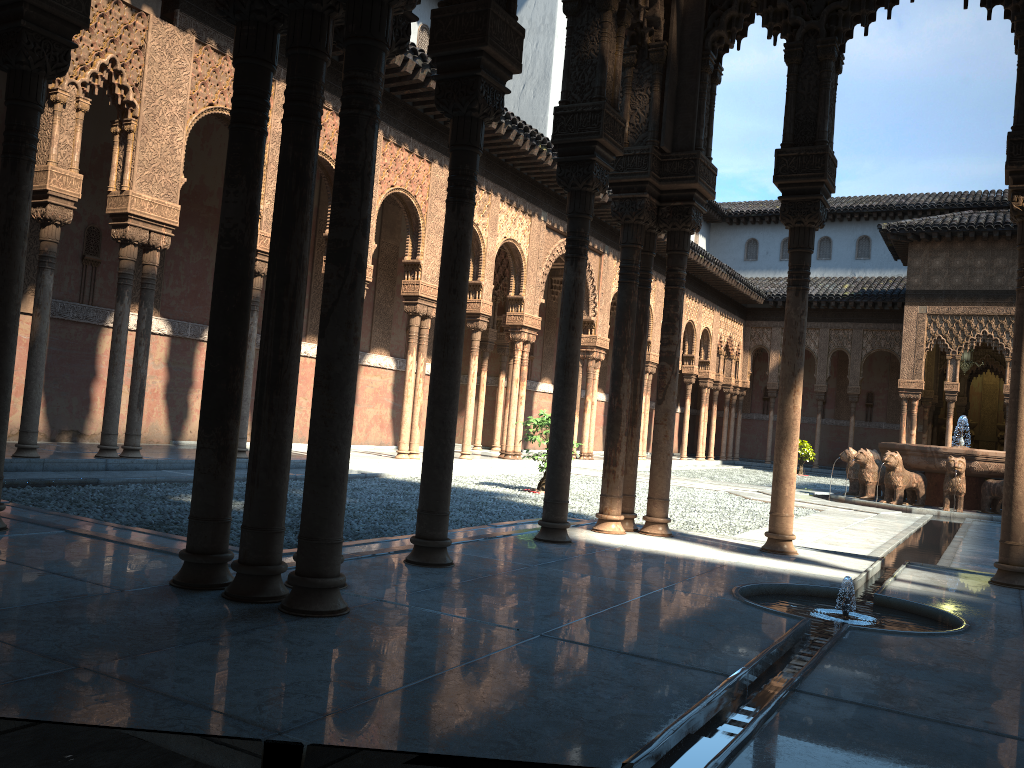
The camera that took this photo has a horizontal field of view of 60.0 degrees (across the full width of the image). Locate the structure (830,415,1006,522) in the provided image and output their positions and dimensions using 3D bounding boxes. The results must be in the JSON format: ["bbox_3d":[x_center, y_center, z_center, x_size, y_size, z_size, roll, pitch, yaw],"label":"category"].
[{"bbox_3d":[8.693,1.598,17.230,4.508,1.991,4.508,4,-3,29],"label":"structure"}]
